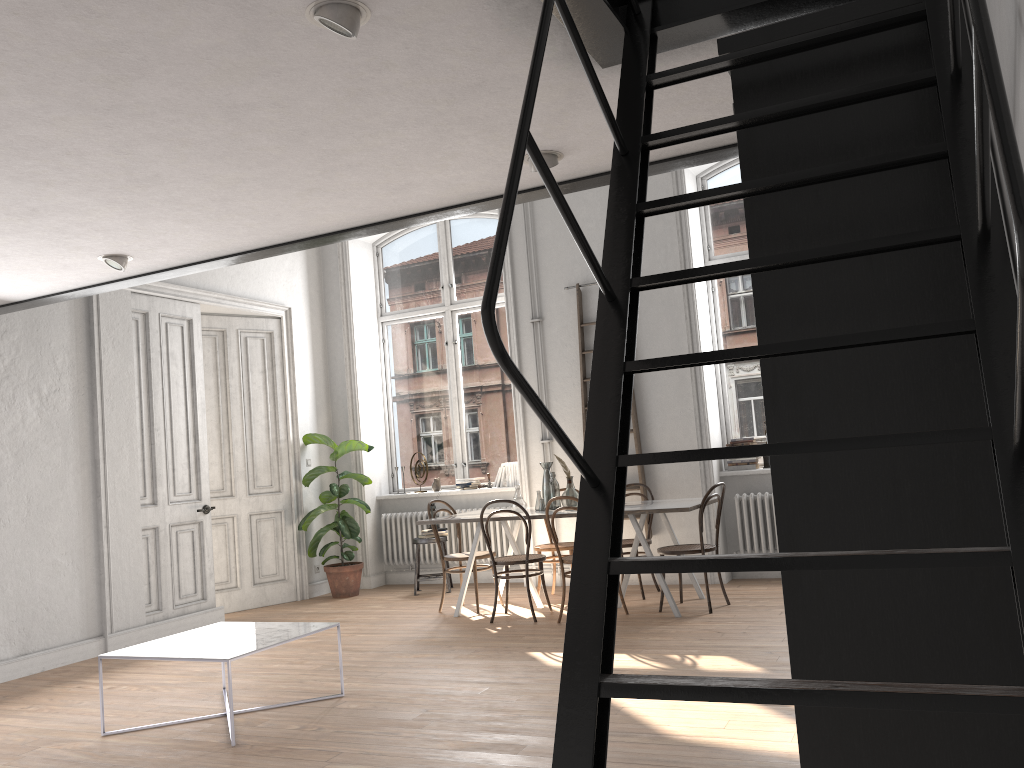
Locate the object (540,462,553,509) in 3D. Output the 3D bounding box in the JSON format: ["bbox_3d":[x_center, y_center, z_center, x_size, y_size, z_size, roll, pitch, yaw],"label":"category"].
[{"bbox_3d":[0.299,0.839,7.335,0.116,0.382,0.116,-8,-6,36],"label":"object"}]

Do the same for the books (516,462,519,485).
[{"bbox_3d":[0.095,0.898,8.896,0.019,0.243,0.174,-7,-5,25],"label":"books"}]

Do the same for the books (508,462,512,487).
[{"bbox_3d":[0.015,0.907,8.924,0.024,0.243,0.175,-7,-5,25],"label":"books"}]

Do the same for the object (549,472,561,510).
[{"bbox_3d":[0.344,0.864,7.190,0.086,0.301,0.086,-5,-5,10],"label":"object"}]

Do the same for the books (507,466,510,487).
[{"bbox_3d":[0.001,0.928,8.941,0.020,0.205,0.155,-7,-5,25],"label":"books"}]

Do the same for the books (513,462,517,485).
[{"bbox_3d":[0.064,0.903,8.930,0.019,0.243,0.174,-7,-5,25],"label":"books"}]

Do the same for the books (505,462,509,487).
[{"bbox_3d":[-0.016,0.913,8.972,0.024,0.243,0.175,-7,-5,25],"label":"books"}]

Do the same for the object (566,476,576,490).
[{"bbox_3d":[0.479,0.878,7.206,0.098,0.255,0.100,-5,-5,2],"label":"object"}]

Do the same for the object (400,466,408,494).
[{"bbox_3d":[-1.150,1.021,9.424,0.095,0.288,0.095,0,-6,-43],"label":"object"}]

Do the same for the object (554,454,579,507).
[{"bbox_3d":[0.455,0.770,7.044,0.157,0.445,0.157,-9,-6,43],"label":"object"}]

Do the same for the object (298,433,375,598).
[{"bbox_3d":[0.467,0.895,7.555,5.830,1.841,0.792,-7,-5,30],"label":"object"}]

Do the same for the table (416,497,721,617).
[{"bbox_3d":[0.494,1.383,7.049,2.201,0.779,1.100,-7,-5,25],"label":"table"}]

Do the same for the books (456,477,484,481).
[{"bbox_3d":[-0.428,0.980,9.131,0.244,0.019,0.174,-8,-6,35],"label":"books"}]

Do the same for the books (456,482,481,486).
[{"bbox_3d":[-0.448,1.028,9.129,0.221,0.023,0.147,-9,-7,41],"label":"books"}]

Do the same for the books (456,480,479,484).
[{"bbox_3d":[-0.452,1.007,9.119,0.205,0.020,0.155,-6,-5,15],"label":"books"}]

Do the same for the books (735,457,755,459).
[{"bbox_3d":[2.085,0.652,7.966,0.245,0.028,0.193,-6,-5,20],"label":"books"}]

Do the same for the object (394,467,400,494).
[{"bbox_3d":[-1.231,1.036,9.525,0.095,0.288,0.095,-2,-5,-34],"label":"object"}]

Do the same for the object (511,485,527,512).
[{"bbox_3d":[0.051,0.928,7.182,0.132,0.219,0.132,-6,-5,14],"label":"object"}]

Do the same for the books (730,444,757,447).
[{"bbox_3d":[2.075,0.562,7.970,0.244,0.019,0.174,-7,-5,25],"label":"books"}]

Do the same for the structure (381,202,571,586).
[{"bbox_3d":[0.824,-0.387,8.340,5.184,4.471,0.340,-7,-5,25],"label":"structure"}]

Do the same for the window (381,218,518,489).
[{"bbox_3d":[-0.629,-0.349,9.470,1.623,2.841,0.013,-7,-5,25],"label":"window"}]

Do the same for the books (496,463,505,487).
[{"bbox_3d":[-0.090,0.923,8.982,0.100,0.234,0.174,-7,-5,25],"label":"books"}]

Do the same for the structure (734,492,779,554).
[{"bbox_3d":[2.658,1.159,7.498,1.578,0.552,0.194,-7,-5,25],"label":"structure"}]

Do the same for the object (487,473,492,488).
[{"bbox_3d":[-0.230,0.977,8.974,0.048,0.153,0.088,-4,-5,-5],"label":"object"}]

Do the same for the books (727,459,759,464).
[{"bbox_3d":[2.073,0.692,7.952,0.249,0.023,0.175,-7,-6,25],"label":"books"}]

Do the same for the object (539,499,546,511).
[{"bbox_3d":[0.240,0.971,7.128,0.058,0.094,0.058,-1,-6,-37],"label":"object"}]

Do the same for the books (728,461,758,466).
[{"bbox_3d":[2.074,0.715,7.950,0.250,0.023,0.175,-6,-5,20],"label":"books"}]

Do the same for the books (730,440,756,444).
[{"bbox_3d":[2.077,0.519,7.971,0.205,0.020,0.155,-7,-5,25],"label":"books"}]

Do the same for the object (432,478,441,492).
[{"bbox_3d":[-0.792,1.052,9.273,0.100,0.142,0.102,-5,-5,-1],"label":"object"}]

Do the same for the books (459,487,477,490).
[{"bbox_3d":[-0.450,1.073,9.133,0.147,0.023,0.221,-3,-5,-16],"label":"books"}]

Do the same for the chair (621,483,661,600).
[{"bbox_3d":[0.979,1.313,7.473,0.438,0.920,0.549,-7,-5,32],"label":"chair"}]

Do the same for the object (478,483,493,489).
[{"bbox_3d":[-0.279,1.040,9.056,0.153,0.048,0.088,-2,-5,-25],"label":"object"}]

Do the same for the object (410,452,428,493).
[{"bbox_3d":[-0.975,0.934,9.368,0.087,0.424,0.348,-2,-6,-33],"label":"object"}]

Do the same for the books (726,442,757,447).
[{"bbox_3d":[2.066,0.542,7.975,0.231,0.023,0.162,-9,-7,40],"label":"books"}]

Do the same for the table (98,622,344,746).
[{"bbox_3d":[-1.485,1.520,4.610,0.849,0.391,0.849,-7,-5,25],"label":"table"}]

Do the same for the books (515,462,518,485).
[{"bbox_3d":[0.085,0.901,8.925,0.024,0.243,0.175,-7,-5,25],"label":"books"}]

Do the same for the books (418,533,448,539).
[{"bbox_3d":[-0.769,1.477,8.654,0.246,0.034,0.194,-2,-5,-25],"label":"books"}]

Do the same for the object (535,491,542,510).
[{"bbox_3d":[0.223,0.950,7.241,0.083,0.158,0.083,-6,-5,20],"label":"object"}]

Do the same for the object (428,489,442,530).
[{"bbox_3d":[-0.753,1.226,8.693,0.163,0.383,0.154,-4,-5,-2],"label":"object"}]

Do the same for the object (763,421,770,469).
[{"bbox_3d":[2.286,0.502,7.879,0.102,0.488,0.122,-1,-6,-41],"label":"object"}]

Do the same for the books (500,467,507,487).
[{"bbox_3d":[-0.066,0.937,8.972,0.072,0.203,0.155,-7,-5,25],"label":"books"}]

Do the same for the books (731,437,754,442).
[{"bbox_3d":[2.074,0.499,7.984,0.201,0.024,0.159,-6,-5,15],"label":"books"}]

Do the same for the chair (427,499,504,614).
[{"bbox_3d":[-0.401,1.420,7.441,0.549,0.920,0.438,-8,-5,33],"label":"chair"}]

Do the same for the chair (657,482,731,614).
[{"bbox_3d":[1.347,1.207,6.607,0.549,0.920,0.438,-8,-6,37],"label":"chair"}]

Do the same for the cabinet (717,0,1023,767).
[{"bbox_3d":[1.266,0.167,2.998,0.634,2.370,1.401,-7,-5,25],"label":"cabinet"}]

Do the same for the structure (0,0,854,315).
[{"bbox_3d":[-1.864,-1.465,2.982,5.929,1.212,4.159,-7,-5,25],"label":"structure"}]

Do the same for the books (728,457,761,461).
[{"bbox_3d":[2.087,0.673,7.963,0.255,0.014,0.193,-7,-6,28],"label":"books"}]

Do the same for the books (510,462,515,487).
[{"bbox_3d":[0.038,0.905,8.923,0.019,0.243,0.174,-7,-5,25],"label":"books"}]

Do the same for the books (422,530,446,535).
[{"bbox_3d":[-0.759,1.450,8.653,0.232,0.029,0.163,-4,-5,-4],"label":"books"}]

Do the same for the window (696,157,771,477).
[{"bbox_3d":[9.274,-5.611,8.358,14.390,15.924,26.406,-7,-5,25],"label":"window"}]

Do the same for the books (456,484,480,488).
[{"bbox_3d":[-0.447,1.050,9.129,0.155,0.022,0.205,0,-7,-45],"label":"books"}]

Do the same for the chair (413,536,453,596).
[{"bbox_3d":[-0.777,1.750,8.609,0.364,0.522,0.360,-4,-5,-2],"label":"chair"}]

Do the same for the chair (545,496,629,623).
[{"bbox_3d":[0.537,1.264,6.516,0.438,0.920,0.549,-8,-6,36],"label":"chair"}]

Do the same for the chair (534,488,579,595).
[{"bbox_3d":[0.428,1.371,7.641,0.438,0.920,0.549,-6,-5,23],"label":"chair"}]

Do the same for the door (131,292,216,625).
[{"bbox_3d":[-2.942,0.658,7.355,0.216,2.812,1.097,-7,-5,26],"label":"door"}]

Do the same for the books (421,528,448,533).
[{"bbox_3d":[-0.759,1.427,8.655,0.221,0.027,0.147,-1,-6,-33],"label":"books"}]

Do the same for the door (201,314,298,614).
[{"bbox_3d":[-2.599,0.730,8.477,1.097,2.812,0.216,-1,-6,-40],"label":"door"}]

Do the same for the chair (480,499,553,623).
[{"bbox_3d":[0.024,1.329,6.793,0.438,0.920,0.549,-6,-5,20],"label":"chair"}]

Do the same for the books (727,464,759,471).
[{"bbox_3d":[2.076,0.748,7.949,0.248,0.043,0.192,-7,-5,25],"label":"books"}]

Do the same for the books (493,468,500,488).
[{"bbox_3d":[-0.122,0.947,9.001,0.105,0.194,0.155,-7,-5,24],"label":"books"}]
